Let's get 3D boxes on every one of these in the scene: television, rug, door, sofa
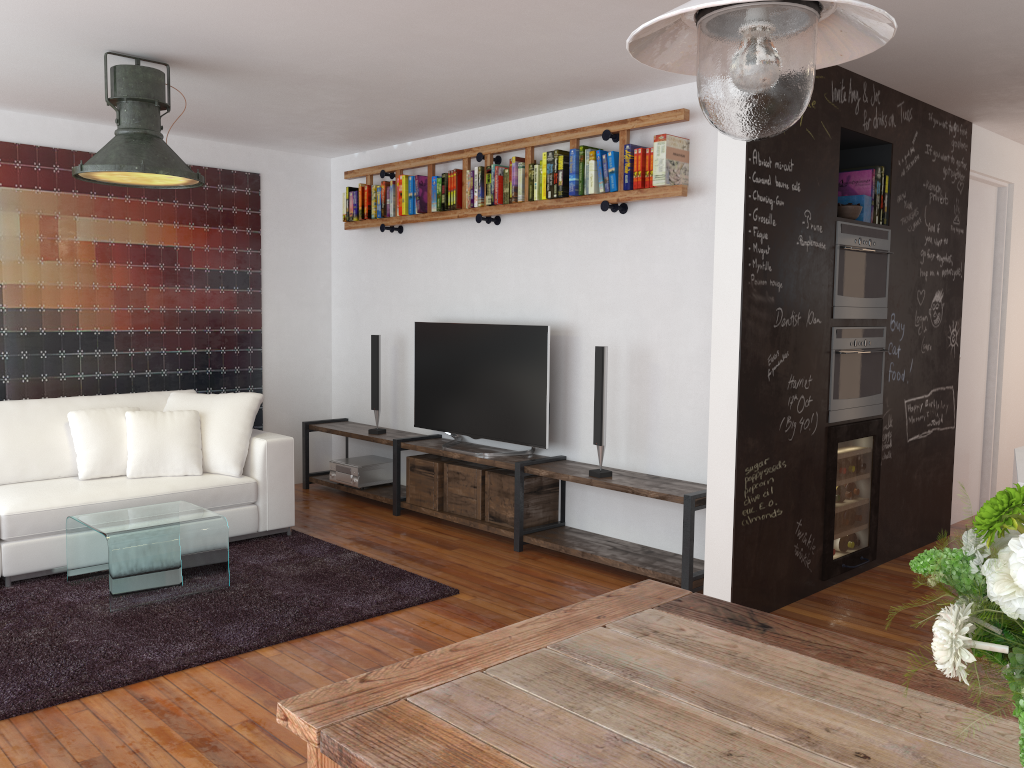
[{"bbox_3d":[-0.206,0.020,5.481,0.298,0.786,1.230,-4,7,-44],"label":"television"},{"bbox_3d":[-2.061,1.006,3.823,3.193,0.019,1.895,-4,7,-44],"label":"rug"},{"bbox_3d":[2.971,-0.203,5.755,0.823,2.236,0.120,-4,7,-44],"label":"door"},{"bbox_3d":[-2.719,0.527,4.478,3.086,0.842,0.987,-4,7,-44],"label":"sofa"}]

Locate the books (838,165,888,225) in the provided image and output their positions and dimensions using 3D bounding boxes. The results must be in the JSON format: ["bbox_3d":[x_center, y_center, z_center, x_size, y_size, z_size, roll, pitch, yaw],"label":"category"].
[{"bbox_3d":[1.818,-0.976,4.636,0.152,0.303,0.230,-4,7,-44],"label":"books"}]

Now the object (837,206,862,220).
[{"bbox_3d":[1.663,-0.841,4.393,0.132,0.069,0.132,0,5,-10],"label":"object"}]

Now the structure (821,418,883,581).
[{"bbox_3d":[1.757,0.575,4.500,0.582,0.763,0.081,-4,7,-44],"label":"structure"}]

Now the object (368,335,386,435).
[{"bbox_3d":[-0.937,0.003,6.168,0.089,0.687,0.089,4,6,31],"label":"object"}]

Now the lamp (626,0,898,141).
[{"bbox_3d":[0.353,-0.507,1.278,0.372,0.306,0.372,5,6,40],"label":"lamp"}]

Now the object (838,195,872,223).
[{"bbox_3d":[1.741,-0.885,4.515,0.136,0.136,0.110,5,6,39],"label":"object"}]

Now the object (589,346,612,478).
[{"bbox_3d":[0.474,0.145,4.671,0.089,0.687,0.089,-2,6,-34],"label":"object"}]

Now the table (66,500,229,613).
[{"bbox_3d":[-1.745,0.796,4.243,0.551,0.337,0.565,-4,7,-44],"label":"table"}]

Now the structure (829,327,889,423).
[{"bbox_3d":[1.760,-0.055,4.454,0.585,0.462,0.052,-4,7,-44],"label":"structure"}]

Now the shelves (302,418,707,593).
[{"bbox_3d":[-0.221,0.643,5.531,0.414,0.506,3.473,-4,7,-44],"label":"shelves"}]

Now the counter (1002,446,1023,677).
[{"bbox_3d":[2.503,0.751,2.255,0.956,0.903,2.289,-4,7,-44],"label":"counter"}]

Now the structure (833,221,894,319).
[{"bbox_3d":[1.766,-0.556,4.412,0.585,0.462,0.052,-4,7,-44],"label":"structure"}]

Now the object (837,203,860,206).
[{"bbox_3d":[1.670,-0.875,4.384,0.116,0.042,0.077,-2,6,-30],"label":"object"}]

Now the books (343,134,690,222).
[{"bbox_3d":[0.974,-1.986,4.579,5.671,1.974,0.733,4,6,35],"label":"books"}]

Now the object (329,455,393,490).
[{"bbox_3d":[-1.058,0.635,6.386,0.400,0.170,0.350,-4,7,-45],"label":"object"}]

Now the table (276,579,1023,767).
[{"bbox_3d":[0.625,0.909,1.082,0.969,0.735,1.910,-4,7,-44],"label":"table"}]

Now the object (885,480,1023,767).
[{"bbox_3d":[0.666,0.306,1.032,0.432,0.476,0.371,1,5,-2],"label":"object"}]

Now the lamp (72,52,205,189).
[{"bbox_3d":[-1.740,-1.232,4.137,0.572,0.561,0.572,-3,6,-39],"label":"lamp"}]

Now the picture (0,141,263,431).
[{"bbox_3d":[-2.845,-0.398,5.578,2.770,2.136,0.007,-4,7,-44],"label":"picture"}]

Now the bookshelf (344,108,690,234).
[{"bbox_3d":[-0.145,-1.217,5.456,0.161,0.465,2.983,-4,7,-44],"label":"bookshelf"}]
